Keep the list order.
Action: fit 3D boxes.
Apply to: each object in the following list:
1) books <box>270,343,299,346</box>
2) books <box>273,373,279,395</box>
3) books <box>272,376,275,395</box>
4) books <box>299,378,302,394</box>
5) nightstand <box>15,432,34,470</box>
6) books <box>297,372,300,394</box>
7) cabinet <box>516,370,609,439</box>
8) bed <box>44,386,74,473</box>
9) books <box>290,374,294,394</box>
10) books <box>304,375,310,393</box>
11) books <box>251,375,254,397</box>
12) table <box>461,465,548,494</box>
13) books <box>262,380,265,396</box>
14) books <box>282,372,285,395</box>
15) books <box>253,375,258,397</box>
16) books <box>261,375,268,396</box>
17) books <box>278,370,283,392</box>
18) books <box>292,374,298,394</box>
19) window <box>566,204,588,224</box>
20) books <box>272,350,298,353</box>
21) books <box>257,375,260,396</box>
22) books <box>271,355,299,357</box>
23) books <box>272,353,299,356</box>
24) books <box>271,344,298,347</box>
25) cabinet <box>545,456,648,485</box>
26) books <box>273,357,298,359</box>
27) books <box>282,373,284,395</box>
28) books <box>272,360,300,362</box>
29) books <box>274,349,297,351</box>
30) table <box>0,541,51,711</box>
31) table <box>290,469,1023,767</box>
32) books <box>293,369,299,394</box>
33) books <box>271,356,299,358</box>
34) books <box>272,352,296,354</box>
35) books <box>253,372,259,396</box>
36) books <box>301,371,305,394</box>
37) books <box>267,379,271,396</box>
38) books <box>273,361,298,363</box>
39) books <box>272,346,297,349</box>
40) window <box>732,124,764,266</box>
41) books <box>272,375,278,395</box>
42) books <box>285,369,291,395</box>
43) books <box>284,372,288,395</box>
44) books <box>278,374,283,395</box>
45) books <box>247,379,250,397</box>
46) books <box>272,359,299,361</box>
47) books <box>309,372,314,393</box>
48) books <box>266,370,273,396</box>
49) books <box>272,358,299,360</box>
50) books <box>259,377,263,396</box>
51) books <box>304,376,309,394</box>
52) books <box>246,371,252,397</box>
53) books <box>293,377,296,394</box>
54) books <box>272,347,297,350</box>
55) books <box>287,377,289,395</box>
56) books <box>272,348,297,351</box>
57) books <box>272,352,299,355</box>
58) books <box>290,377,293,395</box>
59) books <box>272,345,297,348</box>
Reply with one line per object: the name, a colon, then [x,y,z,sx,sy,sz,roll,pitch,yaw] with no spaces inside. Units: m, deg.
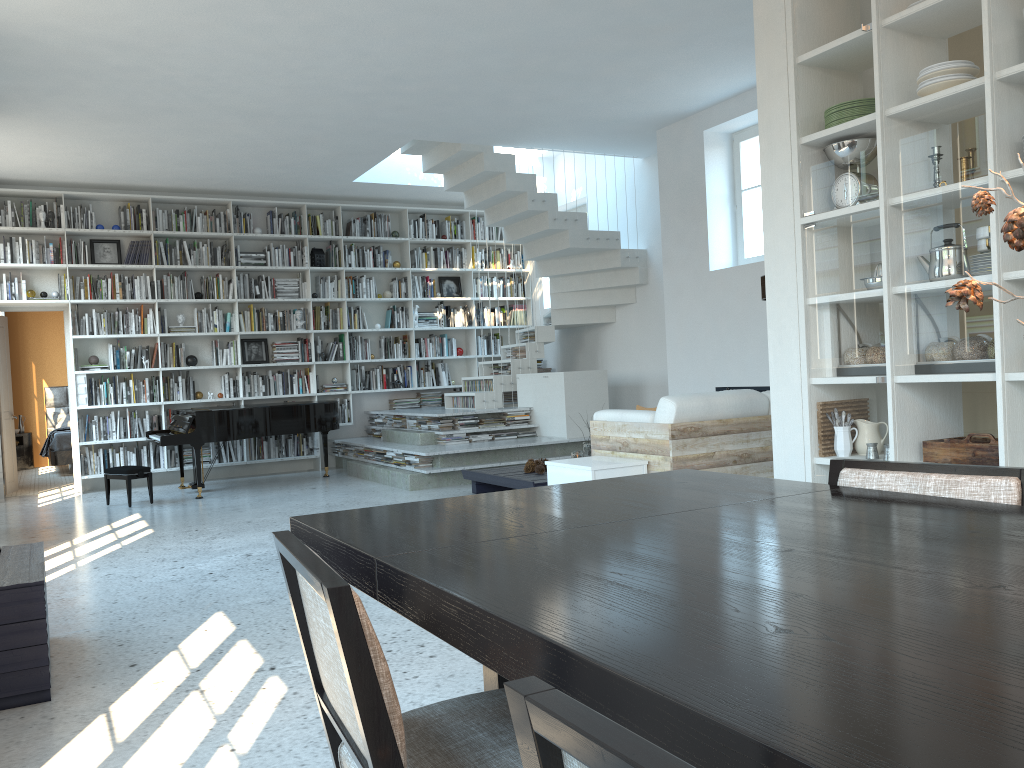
books: [-2.658,-0.463,10.362,0.285,0.012,0.159,-3,1,-33]
books: [-2.748,0.004,10.336,0.025,0.254,0.136,-4,1,-28]
books: [-2.792,0.024,10.304,0.025,0.220,0.140,-4,1,-28]
books: [-2.503,0.026,10.430,0.023,0.183,0.169,-4,1,-28]
nightstand: [-7.235,0.978,12.718,0.650,0.518,0.430,-3,1,-25]
books: [-2.533,-0.009,10.442,0.014,0.256,0.145,-4,1,-28]
cabinet: [0.514,0.207,9.386,0.551,0.668,0.993,-4,1,-28]
bed: [-5.608,0.575,12.596,1.769,1.180,2.174,-3,1,-28]
books: [-2.595,0.005,10.401,0.014,0.235,0.154,-4,1,-28]
books: [-2.421,0.005,10.477,0.011,0.216,0.166,-4,1,-28]
books: [-2.995,0.022,10.198,0.024,0.247,0.132,-4,1,-28]
table: [0.420,0.805,7.384,1.269,0.218,1.257,-3,1,-28]
books: [-2.883,0.048,10.225,0.029,0.184,0.174,-4,1,-28]
books: [-2.678,-0.003,10.350,0.010,0.261,0.181,-4,1,-28]
books: [-2.965,0.021,10.195,0.027,0.246,0.179,-4,1,-28]
books: [-2.862,0.019,10.244,0.029,0.238,0.165,-4,1,-28]
books: [-2.708,-0.014,10.354,0.014,0.286,0.134,-4,1,-28]
books: [-2.552,0.003,10.410,0.023,0.234,0.174,-4,1,-28]
window: [0.874,-1.599,11.044,0.042,1.226,1.117,-4,1,-28]
books: [-2.654,-0.378,10.364,0.285,0.012,0.159,-3,1,-23]
books: [-2.939,0.020,10.226,0.021,0.244,0.141,-4,1,-28]
books: [-2.656,-0.330,10.374,0.285,0.012,0.159,-3,1,-27]
books: [-2.655,-0.342,10.372,0.285,0.012,0.159,-3,1,-26]
books: [-2.661,-0.451,10.369,0.285,0.012,0.159,-3,1,-26]
cabinet: [0.489,0.686,5.108,0.380,0.487,0.502,-4,1,-28]
books: [-2.651,-0.307,10.367,0.254,0.012,0.161,-3,1,-33]
books: [-2.693,0.003,10.355,0.011,0.252,0.158,-4,1,-28]
books: [-2.649,-0.271,10.367,0.285,0.012,0.159,-3,1,-33]
books: [-2.657,-0.390,10.369,0.254,0.012,0.161,-3,1,-25]
table: [-1.992,0.878,3.238,0.523,0.415,0.926,-3,1,-28]
table: [0.532,0.611,1.208,1.086,0.736,2.199,-3,1,-28]
books: [-2.543,-0.027,10.429,0.014,0.294,0.137,-4,1,-28]
books: [-2.657,-0.318,10.376,0.285,0.012,0.159,-3,1,-28]
books: [-2.653,-0.366,10.365,0.254,0.012,0.161,-3,1,-33]
books: [-2.947,0.002,10.201,0.013,0.282,0.166,-4,1,-28]
books: [-2.480,-0.020,10.456,0.026,0.272,0.175,-4,1,-28]
books: [-2.825,0.038,10.261,0.023,0.196,0.165,-4,1,-28]
books: [-2.651,-0.259,10.373,0.254,0.012,0.161,-3,1,-26]
books: [-2.659,-0.427,10.368,0.254,0.012,0.161,-3,1,-31]
window: [2.241,-1.629,7.436,0.072,1.226,1.117,-4,1,-28]
books: [-2.765,0.014,10.310,0.031,0.237,0.159,-4,1,-28]
books: [-2.625,-0.024,10.376,0.012,0.297,0.177,-4,1,-28]
books: [-2.658,-0.006,10.353,0.028,0.264,0.161,-4,1,-28]
books: [-2.713,0.007,10.324,0.026,0.245,0.191,-4,1,-28]
books: [-3.034,0.044,10.165,0.024,0.208,0.170,-4,1,-28]
books: [-2.654,-0.283,10.375,0.285,0.012,0.159,-3,1,-29]
books: [-2.390,-0.012,10.487,0.033,0.246,0.176,-4,1,-28]
books: [-2.812,-0.011,10.283,0.026,0.292,0.152,-4,1,-28]
books: [-2.650,-0.295,10.366,0.285,0.012,0.159,-3,1,-23]
books: [-2.909,0.032,10.217,0.023,0.217,0.174,-4,1,-28]
books: [-2.443,0.008,10.464,0.042,0.212,0.169,-4,1,-28]
books: [-3.022,0.002,10.191,0.027,0.290,0.140,-4,1,-28]
books: [-2.572,0.019,10.400,0.023,0.204,0.167,-4,1,-28]
books: [-2.657,-0.415,10.366,0.254,0.012,0.161,-3,1,-32]
books: [-2.642,0.024,10.378,0.021,0.203,0.128,-4,1,-28]
books: [-2.657,-0.403,10.368,0.254,0.012,0.161,-3,1,-31]
books: [-2.653,-0.354,10.365,0.285,0.012,0.159,-3,1,-23]
books: [-2.606,0.020,10.383,0.024,0.207,0.183,-4,1,-28]
books: [-2.658,-0.439,10.365,0.254,0.012,0.161,-3,1,-32]
